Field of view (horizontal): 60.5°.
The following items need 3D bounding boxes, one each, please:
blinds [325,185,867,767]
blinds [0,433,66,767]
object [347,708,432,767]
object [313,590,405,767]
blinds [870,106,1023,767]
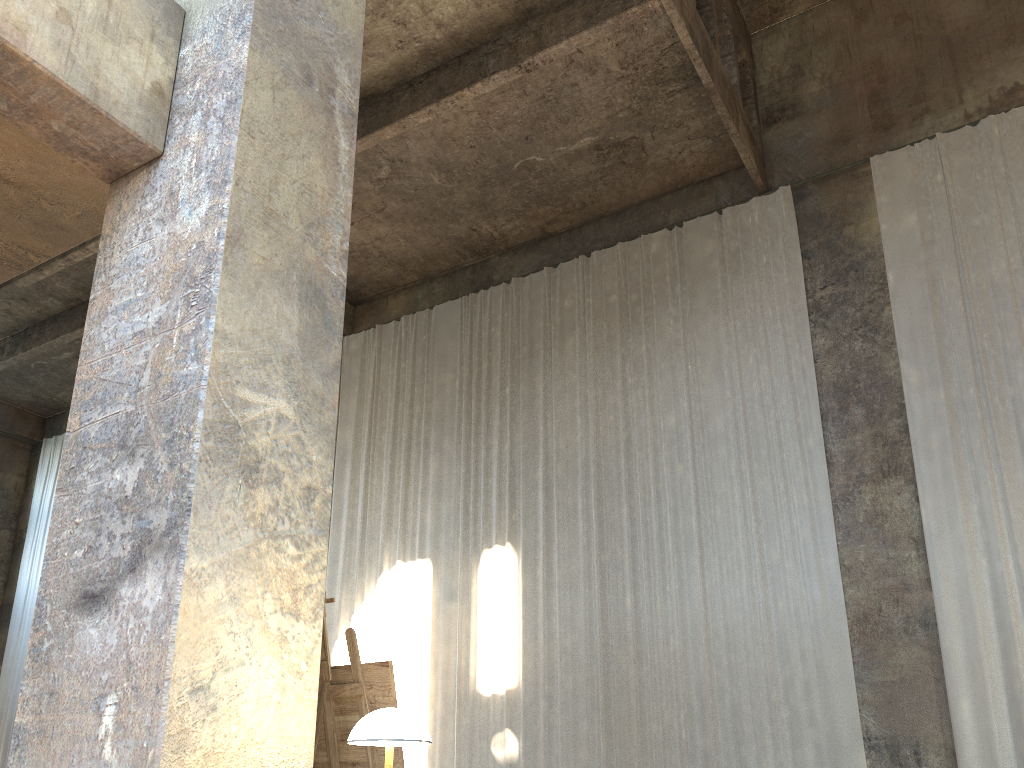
[{"bbox_3d":[0.341,2.175,12.016,7.928,8.268,0.283,-14,-24,30],"label":"blinds"},{"bbox_3d":[-7.090,4.206,16.249,7.916,8.269,0.284,-13,-23,29],"label":"blinds"},{"bbox_3d":[-0.411,1.519,2.351,0.666,1.240,0.589,-12,-24,29],"label":"object"},{"bbox_3d":[-0.733,1.612,3.442,0.709,2.052,0.707,-11,-23,28],"label":"object"},{"bbox_3d":[7.749,0.149,7.797,7.928,8.268,0.283,-14,-24,30],"label":"blinds"}]
